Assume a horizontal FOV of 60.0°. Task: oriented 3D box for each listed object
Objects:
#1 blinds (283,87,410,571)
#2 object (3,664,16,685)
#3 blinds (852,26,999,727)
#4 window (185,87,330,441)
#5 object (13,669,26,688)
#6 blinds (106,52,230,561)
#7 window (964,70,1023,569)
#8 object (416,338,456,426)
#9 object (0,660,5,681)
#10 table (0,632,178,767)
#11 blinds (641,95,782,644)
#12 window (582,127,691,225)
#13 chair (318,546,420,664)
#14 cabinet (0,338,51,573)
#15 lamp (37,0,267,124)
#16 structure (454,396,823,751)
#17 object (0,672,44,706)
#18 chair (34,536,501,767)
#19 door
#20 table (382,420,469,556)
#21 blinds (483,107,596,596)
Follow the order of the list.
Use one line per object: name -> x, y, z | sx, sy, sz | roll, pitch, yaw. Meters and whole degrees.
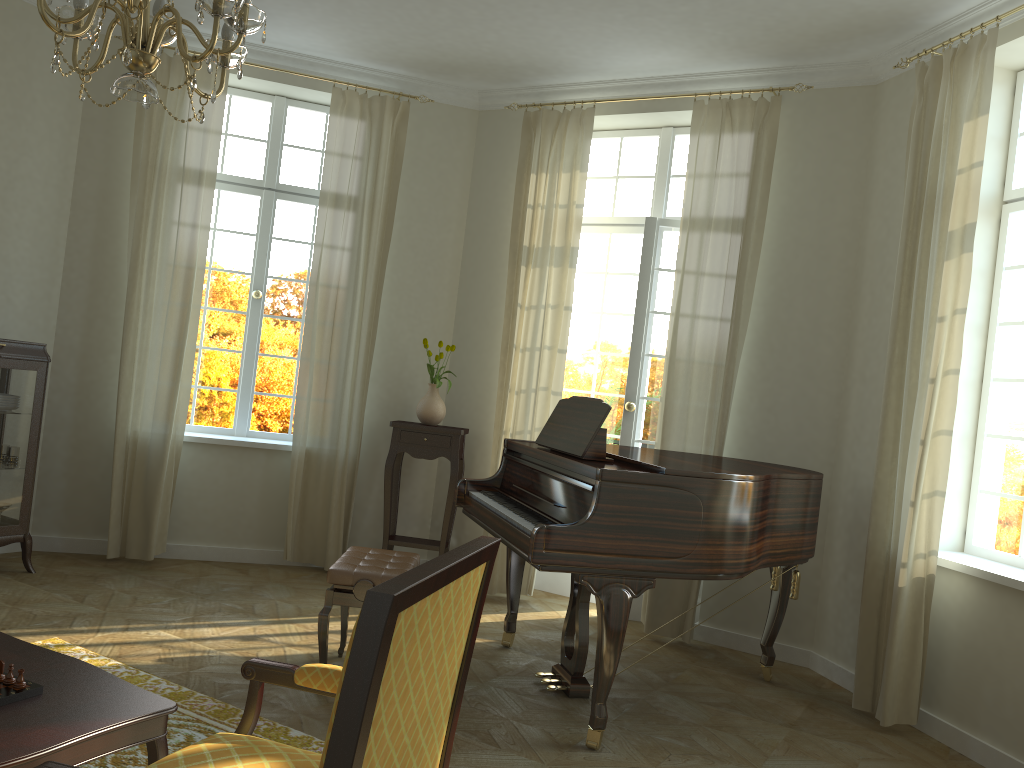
blinds -> -1.192, -0.376, 6.289 | 0.552, 3.381, 0.159 | 7, 0, -13
object -> -1.312, 0.757, 2.319 | 0.030, 0.050, 0.030 | 7, 0, -13
blinds -> 2.001, -0.023, 4.425 | 0.162, 3.384, 0.554 | 7, 0, -10
window -> -1.856, -0.868, 6.548 | 1.400, 2.550, 0.181 | 7, 0, -16
object -> -1.276, 0.764, 2.303 | 0.030, 0.044, 0.030 | 7, 0, -13
blinds -> -2.368, -0.518, 5.908 | 0.554, 3.385, 0.162 | 7, 0, -10
window -> 2.678, -0.362, 3.972 | 0.181, 2.550, 1.400 | 7, 0, -16
object -> -0.547, -0.010, 6.297 | 0.264, 0.609, 0.242 | 7, -1, -36
object -> -1.349, 0.751, 2.335 | 0.030, 0.052, 0.030 | 7, 0, -13
table -> -1.505, 1.027, 2.193 | 0.922, 0.494, 0.932 | 6, -1, 31
blinds -> 1.196, -0.107, 5.486 | 0.554, 3.386, 0.162 | 6, -1, 24
window -> 1.065, -1.462, 6.245 | 1.380, 0.680, 0.055 | 6, -1, 29
chair -> -0.670, 1.106, 4.192 | 0.385, 0.563, 0.638 | 7, 0, -1
cabinet -> -3.195, 0.410, 5.179 | 0.542, 1.386, 0.733 | 6, -1, 29
lamp -> -1.010, -1.550, 2.575 | 0.661, 1.466, 0.662 | 7, 0, -1
structure -> 0.755, 0.833, 4.467 | 1.856, 1.439, 1.514 | 7, 0, -16
object -> -1.464, 0.773, 2.233 | 0.360, 0.021, 0.360 | 6, -1, 24
chair -> -0.489, 0.841, 1.775 | 0.671, 1.083, 0.730 | 7, 0, 14
door -> 0.779, 0.220, 6.069 | 1.385, 2.690, 0.425 | 6, -1, 30
table -> -0.643, 0.846, 6.292 | 0.522, 1.114, 0.344 | 7, 0, 4
blinds -> 0.143, -0.220, 6.141 | 0.552, 3.386, 0.159 | 6, -1, 26
